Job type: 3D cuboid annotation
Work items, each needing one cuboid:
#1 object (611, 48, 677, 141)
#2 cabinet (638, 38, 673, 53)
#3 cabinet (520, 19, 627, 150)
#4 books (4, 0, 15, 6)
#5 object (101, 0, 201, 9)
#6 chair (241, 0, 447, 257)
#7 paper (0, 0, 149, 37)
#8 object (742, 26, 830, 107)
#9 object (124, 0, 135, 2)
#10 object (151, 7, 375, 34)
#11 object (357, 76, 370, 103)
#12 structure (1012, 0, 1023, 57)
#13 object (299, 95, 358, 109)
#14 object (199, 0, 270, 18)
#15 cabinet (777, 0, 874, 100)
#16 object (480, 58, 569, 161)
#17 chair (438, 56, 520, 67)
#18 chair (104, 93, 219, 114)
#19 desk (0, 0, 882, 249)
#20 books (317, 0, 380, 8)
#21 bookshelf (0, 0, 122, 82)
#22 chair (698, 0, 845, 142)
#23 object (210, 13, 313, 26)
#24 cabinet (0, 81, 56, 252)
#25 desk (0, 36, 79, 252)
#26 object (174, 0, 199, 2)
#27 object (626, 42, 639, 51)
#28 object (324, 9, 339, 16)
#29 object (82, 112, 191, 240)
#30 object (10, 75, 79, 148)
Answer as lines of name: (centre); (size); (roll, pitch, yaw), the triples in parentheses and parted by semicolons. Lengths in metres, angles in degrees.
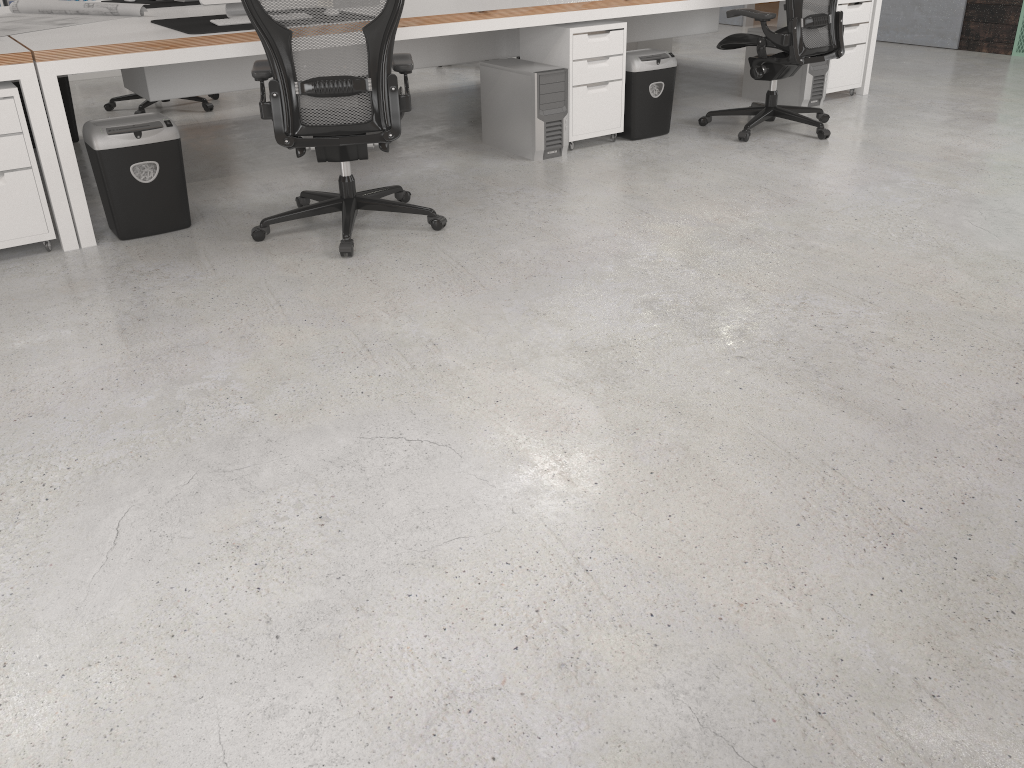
object: (0.749, -1.669, 5.102); (0.340, 0.456, 0.254); (-18, 31, -30)
cabinet: (1.052, -3.014, 7.426); (0.390, 0.635, 0.466); (-18, 31, -30)
cabinet: (0.336, -1.691, 4.972); (0.390, 0.635, 0.466); (-18, 31, -30)
books: (-4.022, -3.008, 7.125); (0.062, 0.256, 0.235); (-18, 31, -29)
object: (-1.883, -2.243, 5.174); (0.854, 0.008, 0.696); (-19, 33, -30)
chair: (-0.730, -1.145, 3.538); (0.773, 1.064, 0.805); (-13, 29, -22)
paper: (-2.378, -1.718, 4.135); (0.977, 0.103, 1.095); (9, 30, 18)
object: (1.835, -2.123, 5.920); (0.222, 0.446, 0.548); (-18, 32, -29)
object: (-2.200, -2.217, 5.098); (0.059, 0.028, 0.108); (-18, 32, -28)
object: (-1.150, -1.678, 4.079); (0.854, 0.008, 0.696); (-19, 33, -29)
object: (-1.066, -2.259, 6.293); (0.340, 0.456, 0.254); (-18, 31, -30)
structure: (4.863, -3.782, 7.182); (1.125, 2.058, 0.564); (-18, 31, -30)
object: (-1.277, -2.099, 6.015); (0.222, 0.446, 0.551); (-18, 32, -29)
object: (-1.228, -1.934, 4.051); (0.487, 0.475, 0.192); (-19, 31, -30)
cabinet: (2.105, -2.304, 6.044); (0.390, 0.635, 0.466); (-18, 31, -30)
object: (0.067, -1.510, 4.848); (0.222, 0.446, 0.548); (-18, 32, -29)
chair: (-0.275, -3.327, 7.619); (0.770, 1.064, 0.808); (1, 27, 4)
chair: (-2.423, -2.428, 6.026); (0.773, 1.064, 0.806); (10, 29, 22)
desk: (-0.296, -2.063, 5.572); (5.144, 0.754, 2.343); (-19, 33, -30)
books: (-0.865, -2.024, 4.672); (0.273, 0.049, 0.203); (-21, 33, -32)
bookshelf: (-3.782, -2.971, 7.406); (1.554, 0.784, 0.405); (-19, 31, -30)
chair: (1.499, -1.988, 5.022); (0.797, 1.064, 0.781); (16, 32, 31)
object: (-1.119, -1.637, 3.972); (0.442, 0.017, 0.120); (-19, 33, -30)
cabinet: (-2.110, -0.843, 3.489); (0.390, 0.635, 0.466); (-18, 31, -30)
desk: (-4.522, -0.598, 3.010); (5.144, 0.754, 2.343); (-19, 33, -30)
object: (-1.826, -2.414, 4.979); (0.487, 0.475, 0.192); (-19, 31, -30)
object: (0.775, -2.810, 7.259); (0.222, 0.446, 0.551); (-18, 32, -29)
object: (-0.845, -1.733, 4.128); (0.059, 0.028, 0.107); (-19, 33, -30)
object: (-1.554, -0.870, 3.705); (0.340, 0.456, 0.254); (-18, 31, -30)
object: (-2.793, -1.660, 5.246); (0.340, 0.456, 0.254); (-18, 31, -30)
